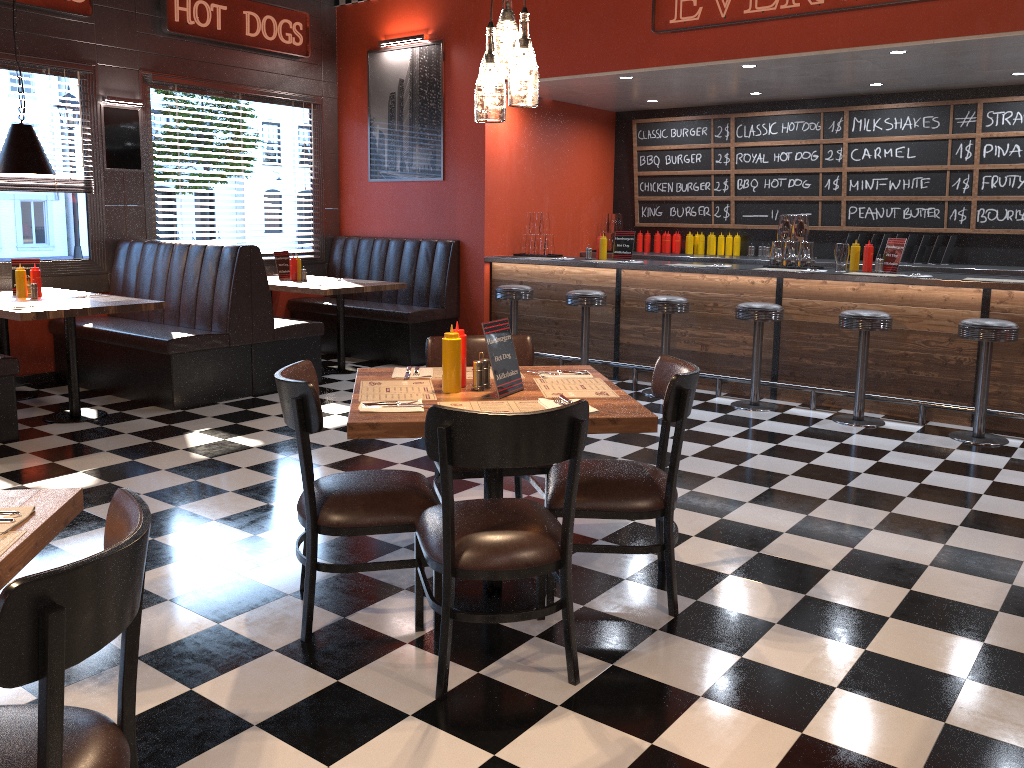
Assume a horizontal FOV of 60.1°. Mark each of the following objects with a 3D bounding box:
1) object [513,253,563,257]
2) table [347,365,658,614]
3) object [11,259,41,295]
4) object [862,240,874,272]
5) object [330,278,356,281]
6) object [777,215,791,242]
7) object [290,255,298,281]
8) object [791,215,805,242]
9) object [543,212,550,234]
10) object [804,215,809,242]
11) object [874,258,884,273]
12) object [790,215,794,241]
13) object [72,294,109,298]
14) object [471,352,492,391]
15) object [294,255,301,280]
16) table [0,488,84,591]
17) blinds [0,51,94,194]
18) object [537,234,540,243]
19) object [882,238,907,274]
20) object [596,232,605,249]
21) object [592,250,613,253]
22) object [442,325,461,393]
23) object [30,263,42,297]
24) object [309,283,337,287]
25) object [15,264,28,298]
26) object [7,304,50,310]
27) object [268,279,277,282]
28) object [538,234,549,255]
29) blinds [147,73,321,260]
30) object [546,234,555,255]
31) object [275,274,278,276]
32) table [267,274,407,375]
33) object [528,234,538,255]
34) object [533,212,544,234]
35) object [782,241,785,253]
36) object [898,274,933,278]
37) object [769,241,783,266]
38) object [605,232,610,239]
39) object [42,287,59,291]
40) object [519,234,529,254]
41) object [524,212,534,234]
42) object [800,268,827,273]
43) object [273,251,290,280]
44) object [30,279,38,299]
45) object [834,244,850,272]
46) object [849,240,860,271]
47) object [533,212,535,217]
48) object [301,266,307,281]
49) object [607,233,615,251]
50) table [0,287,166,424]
[{"bbox_3d":[0.252,-1.247,8.577,0.438,0.018,0.274,9,13,36],"label":"object"},{"bbox_3d":[-0.088,0.399,3.235,0.960,0.769,0.963,-1,10,-8],"label":"table"},{"bbox_3d":[-3.539,-0.781,6.455,0.188,0.255,0.073,-3,9,-23],"label":"object"},{"bbox_3d":[2.677,-0.961,6.659,0.068,0.236,0.068,-6,11,-40],"label":"object"},{"bbox_3d":[-1.586,-0.971,8.205,0.158,0.019,0.256,8,13,33],"label":"object"},{"bbox_3d":[2.164,-1.239,7.043,0.105,0.207,0.106,-1,9,-8],"label":"object"},{"bbox_3d":[-1.987,-1.059,8.058,0.068,0.236,0.068,7,10,34],"label":"object"},{"bbox_3d":[2.251,-1.223,6.964,0.105,0.207,0.106,-1,9,-8],"label":"object"},{"bbox_3d":[0.317,-1.550,8.549,0.105,0.207,0.106,4,10,22],"label":"object"},{"bbox_3d":[2.314,-1.239,7.056,0.105,0.207,0.106,-1,9,-8],"label":"object"},{"bbox_3d":[2.716,-0.887,6.550,0.047,0.135,0.094,0,9,-3],"label":"object"},{"bbox_3d":[2.216,-1.253,7.118,0.105,0.207,0.106,-1,9,-8],"label":"object"},{"bbox_3d":[-3.030,-0.630,6.331,0.158,0.019,0.256,8,13,33],"label":"object"},{"bbox_3d":[-0.109,-0.048,3.173,0.047,0.135,0.094,5,10,27],"label":"object"},{"bbox_3d":[-1.973,-1.077,8.149,0.068,0.236,0.068,7,10,34],"label":"object"},{"bbox_3d":[-1.381,0.712,1.519,0.956,0.769,0.967,-1,10,-8],"label":"table"},{"bbox_3d":[-3.997,-1.941,6.514,0.099,1.032,1.877,7,12,36],"label":"blinds"},{"bbox_3d":[0.264,-1.353,8.615,0.105,0.207,0.106,4,10,22],"label":"object"},{"bbox_3d":[2.821,-0.951,6.566,0.072,0.255,0.189,-2,10,-18],"label":"object"},{"bbox_3d":[0.985,-1.568,9.786,0.105,0.207,0.106,4,10,22],"label":"object"},{"bbox_3d":[1.103,-1.479,9.844,0.273,0.018,0.439,9,13,36],"label":"object"},{"bbox_3d":[-0.212,-0.090,3.111,0.068,0.236,0.068,-6,11,-38],"label":"object"},{"bbox_3d":[-3.381,-0.738,6.290,0.068,0.236,0.068,5,9,24],"label":"object"},{"bbox_3d":[-1.596,-0.841,7.528,0.158,0.019,0.256,8,13,35],"label":"object"},{"bbox_3d":[-3.451,-0.727,6.228,0.068,0.236,0.068,5,9,24],"label":"object"},{"bbox_3d":[-3.032,-0.489,5.594,0.158,0.019,0.256,11,15,42],"label":"object"},{"bbox_3d":[-2.223,-0.935,7.977,0.158,0.019,0.256,7,13,30],"label":"object"},{"bbox_3d":[0.297,-1.320,8.446,0.105,0.207,0.106,4,10,22],"label":"object"},{"bbox_3d":[-2.558,-1.992,8.445,0.099,1.624,1.877,7,12,36],"label":"blinds"},{"bbox_3d":[0.359,-1.338,8.545,0.105,0.207,0.106,4,10,22],"label":"object"},{"bbox_3d":[-2.225,-1.074,8.702,0.158,0.019,0.256,10,14,39],"label":"object"},{"bbox_3d":[-1.913,-0.562,8.136,1.696,0.769,0.960,9,13,36],"label":"table"},{"bbox_3d":[0.204,-1.336,8.524,0.105,0.207,0.106,4,10,22],"label":"object"},{"bbox_3d":[0.253,-1.534,8.457,0.105,0.207,0.106,4,10,22],"label":"object"},{"bbox_3d":[2.178,-1.058,7.200,0.105,0.207,0.106,-1,9,-8],"label":"object"},{"bbox_3d":[2.842,-0.764,6.219,0.255,0.019,0.158,-7,14,-37],"label":"object"},{"bbox_3d":[2.121,-1.040,7.104,0.105,0.207,0.106,-1,9,-8],"label":"object"},{"bbox_3d":[1.065,-1.584,9.878,0.105,0.207,0.106,4,10,22],"label":"object"},{"bbox_3d":[-3.635,-0.729,6.809,0.158,0.019,0.256,9,14,38],"label":"object"},{"bbox_3d":[0.123,-1.351,8.598,0.105,0.207,0.106,4,10,22],"label":"object"},{"bbox_3d":[0.167,-1.550,8.537,0.105,0.207,0.106,4,10,22],"label":"object"},{"bbox_3d":[2.280,-0.857,6.670,0.158,0.019,0.256,8,13,32],"label":"object"},{"bbox_3d":[-2.126,-1.108,8.254,0.072,0.255,0.189,6,11,31],"label":"object"},{"bbox_3d":[-3.330,-0.662,6.172,0.047,0.135,0.094,-4,10,-28],"label":"object"},{"bbox_3d":[2.478,-0.949,6.660,0.105,0.207,0.106,-1,9,-8],"label":"object"},{"bbox_3d":[2.613,-0.979,6.747,0.068,0.236,0.068,-6,11,-40],"label":"object"},{"bbox_3d":[0.218,-1.563,8.611,0.105,0.207,0.106,4,10,22],"label":"object"},{"bbox_3d":[-1.892,-1.005,8.054,0.047,0.135,0.094,-4,10,-28],"label":"object"},{"bbox_3d":[1.086,-1.555,9.725,0.105,0.207,0.106,4,10,22],"label":"object"},{"bbox_3d":[-3.346,-0.221,6.261,1.696,0.769,0.960,9,13,36],"label":"table"}]
